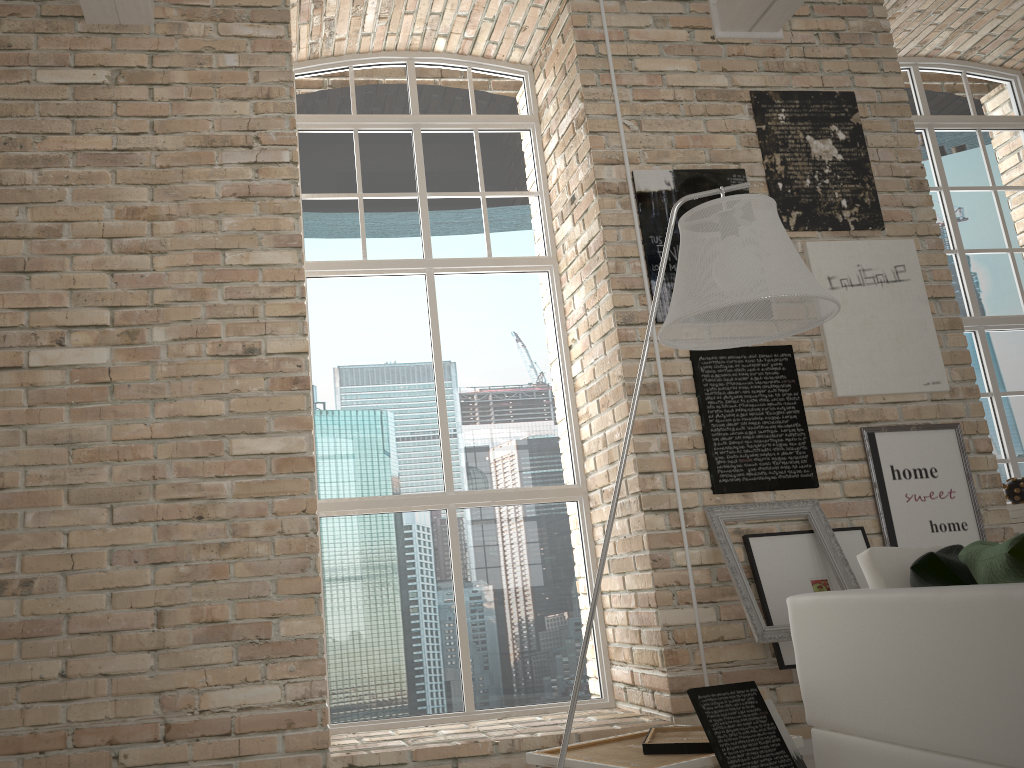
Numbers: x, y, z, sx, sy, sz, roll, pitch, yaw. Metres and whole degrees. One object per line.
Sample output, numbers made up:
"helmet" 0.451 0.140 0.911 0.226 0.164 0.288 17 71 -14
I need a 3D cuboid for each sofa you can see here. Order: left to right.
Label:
"sofa" 2.760 0.628 1.979 3.211 0.845 2.211 -2 -14 -11

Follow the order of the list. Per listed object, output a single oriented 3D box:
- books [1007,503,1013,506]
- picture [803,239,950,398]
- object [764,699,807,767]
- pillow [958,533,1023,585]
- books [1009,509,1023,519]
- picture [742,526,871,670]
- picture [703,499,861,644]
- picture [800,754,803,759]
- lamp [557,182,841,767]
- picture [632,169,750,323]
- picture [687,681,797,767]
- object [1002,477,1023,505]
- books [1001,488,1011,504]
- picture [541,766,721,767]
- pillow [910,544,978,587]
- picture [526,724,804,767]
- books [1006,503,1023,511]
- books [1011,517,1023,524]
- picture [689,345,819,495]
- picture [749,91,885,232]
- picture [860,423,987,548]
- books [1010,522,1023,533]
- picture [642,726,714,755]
"books" 2.734 0.653 4.668 0.230 0.088 0.327 0 -14 -18
"picture" 1.761 -0.329 4.327 0.578 0.788 0.037 -4 -14 -9
"object" 0.868 1.250 2.993 0.254 0.333 0.164 3 -17 -32
"pillow" 1.350 0.540 2.202 0.314 0.345 0.402 -8 -14 11
"books" 2.510 0.631 4.338 0.193 0.041 0.203 2 -15 -25
"picture" 1.351 0.918 3.871 0.564 0.571 0.149 -3 -14 -9
"picture" 1.185 0.784 3.814 0.533 0.585 0.288 -3 -14 -10
"picture" 0.568 1.384 3.203 0.731 0.048 0.625 7 -18 -41
"lamp" 0.406 0.367 2.330 1.051 1.783 0.427 -12 -15 22
"picture" 0.915 -0.678 4.314 0.579 0.788 0.037 -4 -14 -9
"picture" 0.791 1.207 2.953 0.311 0.406 0.203 3 -17 -32
"object" 2.513 0.532 4.417 0.147 0.138 0.137 -9 -14 14
"books" 2.717 0.570 4.681 0.287 0.085 0.241 3 -16 -30
"picture" 0.536 1.348 3.213 0.625 0.048 0.732 -14 -16 35
"pillow" 1.308 0.623 2.471 0.333 0.366 0.385 -14 -16 32
"picture" 0.539 1.306 3.196 0.736 0.048 0.622 5 -16 -33
"books" 2.513 0.597 4.346 0.176 0.030 0.183 1 -15 -23
"books" 2.548 0.656 4.322 0.263 0.024 0.224 -1 -14 -15
"picture" 1.109 0.160 4.129 0.501 0.683 0.065 -4 -14 -9
"picture" 1.542 -1.136 4.535 0.577 0.787 0.037 -4 -14 -9
"picture" 1.917 0.558 4.111 0.508 0.759 0.012 -4 -14 -9
"books" 2.549 0.691 4.313 0.268 0.049 0.224 -1 -14 -15
"picture" 0.640 1.286 3.242 0.300 0.048 0.371 -8 -14 14
